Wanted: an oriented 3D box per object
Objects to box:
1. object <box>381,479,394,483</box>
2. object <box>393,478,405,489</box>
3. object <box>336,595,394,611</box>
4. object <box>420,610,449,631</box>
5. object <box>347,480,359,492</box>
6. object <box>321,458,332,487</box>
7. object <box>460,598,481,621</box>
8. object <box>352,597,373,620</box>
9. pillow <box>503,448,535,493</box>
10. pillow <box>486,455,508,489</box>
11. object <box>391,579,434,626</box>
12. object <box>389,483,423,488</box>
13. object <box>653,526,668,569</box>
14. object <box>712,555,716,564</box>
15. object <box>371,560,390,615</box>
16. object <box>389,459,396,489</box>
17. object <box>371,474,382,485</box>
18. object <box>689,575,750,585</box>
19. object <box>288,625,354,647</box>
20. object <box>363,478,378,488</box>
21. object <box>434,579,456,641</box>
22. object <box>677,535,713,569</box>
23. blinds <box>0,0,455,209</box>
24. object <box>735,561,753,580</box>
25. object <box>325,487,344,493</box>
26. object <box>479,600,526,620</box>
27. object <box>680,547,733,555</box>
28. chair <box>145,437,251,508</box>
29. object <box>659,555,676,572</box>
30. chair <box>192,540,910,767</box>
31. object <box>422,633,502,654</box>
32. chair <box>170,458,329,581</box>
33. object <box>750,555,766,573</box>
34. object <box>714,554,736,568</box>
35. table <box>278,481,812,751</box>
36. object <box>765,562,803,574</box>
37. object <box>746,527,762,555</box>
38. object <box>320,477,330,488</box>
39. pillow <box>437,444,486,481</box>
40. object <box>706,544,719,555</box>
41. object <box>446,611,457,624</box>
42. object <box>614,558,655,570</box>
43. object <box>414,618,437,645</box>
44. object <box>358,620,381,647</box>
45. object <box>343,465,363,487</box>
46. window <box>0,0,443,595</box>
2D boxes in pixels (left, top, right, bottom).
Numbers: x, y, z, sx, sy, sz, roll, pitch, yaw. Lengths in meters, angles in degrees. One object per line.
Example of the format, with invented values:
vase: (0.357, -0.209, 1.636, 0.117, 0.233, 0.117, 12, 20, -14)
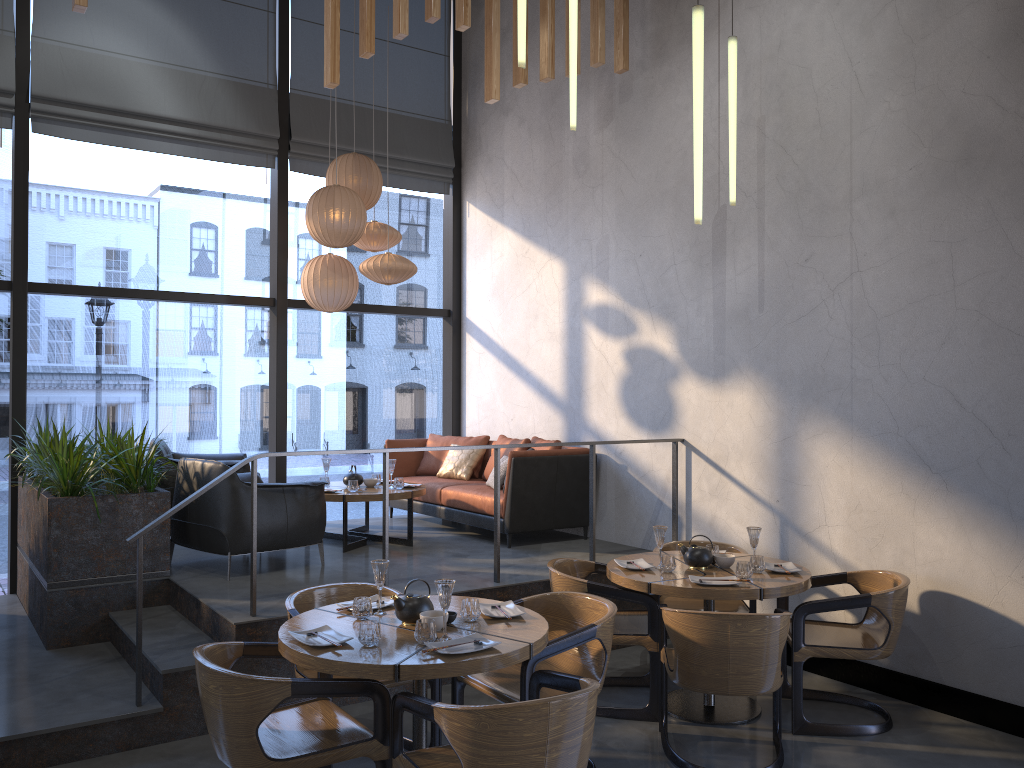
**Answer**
object: (-1.079, 0.817, 7.451, 0.294, 0.025, 0.170, 0, -1, 36)
object: (-0.886, 0.780, 6.951, 0.086, 0.086, 0.086, 1, -1, -30)
object: (-0.656, 0.983, 3.934, 0.170, 0.025, 0.294, -1, -1, 40)
object: (-0.314, 0.958, 3.575, 0.116, 0.065, 0.116, 0, -1, 35)
object: (-1.207, 0.776, 6.734, 0.086, 0.086, 0.086, 1, -1, -30)
object: (-1.491, 0.710, 7.126, 0.082, 0.227, 0.082, 0, -1, 38)
object: (-0.175, 0.950, 3.727, 0.086, 0.086, 0.086, 1, -1, -32)
object: (-0.632, 0.949, 3.746, 0.086, 0.086, 0.086, 0, -1, 38)
pillow: (0.064, 0.694, 7.074, 0.242, 0.345, 0.418, 0, -1, 6)
pillow: (-0.087, 0.729, 7.314, 0.203, 0.263, 0.332, 0, -1, -14)
object: (-0.408, 0.902, 3.691, 0.168, 0.179, 0.163, 0, -1, 4)
object: (-0.838, 0.813, 7.095, 0.294, 0.025, 0.170, 0, -1, 36)
object: (0.814, 0.898, 4.875, 0.082, 0.227, 0.082, 0, -1, 28)
object: (1.131, 0.993, 5.001, 0.080, 0.042, 0.080, 0, -1, 38)
object: (-0.570, 0.879, 3.833, 0.082, 0.227, 0.082, 0, -1, -13)
object: (-0.954, 0.710, 7.003, 0.082, 0.227, 0.082, 0, -1, 9)
object: (-1.117, 0.784, 7.293, 0.086, 0.086, 0.086, 1, -1, -30)
object: (1.049, 0.994, 4.471, 0.294, 0.025, 0.170, 0, -1, 4)
object: (-0.722, 0.975, 3.390, 0.170, 0.025, 0.294, 1, -1, -37)
object: (-1.131, 0.792, 7.087, 0.116, 0.065, 0.116, 0, -1, -4)
object: (-0.260, 0.875, 3.429, 0.082, 0.227, 0.082, 0, -1, 25)
object: (1.028, 0.923, 4.904, 0.168, 0.179, 0.163, 1, -1, -30)
blinds: (-6.323, -3.052, 1.055, 8.760, 2.314, 17.610, 0, -1, 9)
object: (1.199, 0.965, 4.584, 0.086, 0.086, 0.086, 0, -1, 28)
object: (-1.395, 0.806, 6.719, 0.294, 0.025, 0.170, 0, -1, 36)
object: (-0.045, 0.982, 3.825, 0.170, 0.025, 0.294, 0, -1, -15)
object: (1.162, 1.006, 5.267, 0.294, 0.025, 0.170, 0, -1, 26)
chair: (-2.487, 0.800, 7.087, 0.833, 0.743, 1.030, 0, -1, -20)
object: (0.838, 0.967, 4.772, 0.086, 0.086, 0.086, 0, -1, -11)
chair: (-1.593, 1.333, 1.513, 9.749, 0.759, 4.352, 1, -1, -33)
object: (-0.204, 0.975, 3.289, 0.294, 0.025, 0.170, 1, -1, -37)
chair: (-1.817, 0.864, 6.059, 1.030, 0.743, 0.833, -1, -1, 41)
object: (1.316, 0.968, 4.760, 0.086, 0.086, 0.086, 0, -1, 32)
object: (1.176, 0.981, 4.900, 0.116, 0.065, 0.116, 0, -1, -9)
table: (-3.034, 1.237, 2.415, 10.659, 0.968, 6.876, 1, -1, -34)
object: (1.463, 1.000, 4.797, 0.170, 0.025, 0.294, 0, -1, 4)
object: (1.323, 0.898, 4.846, 0.082, 0.227, 0.082, 0, -1, -12)
object: (-1.485, 0.779, 7.020, 0.086, 0.086, 0.086, 0, -1, 3)
pillow: (-0.474, 0.713, 8.132, 0.393, 0.311, 0.289, 0, -1, 36)
object: (1.152, 0.973, 5.105, 0.086, 0.086, 0.086, 1, -1, -40)
object: (-0.267, 0.971, 3.674, 0.080, 0.042, 0.080, 0, -1, 20)
object: (0.680, 0.999, 4.877, 0.170, 0.025, 0.294, 0, -1, -9)
object: (-0.329, 0.944, 3.377, 0.086, 0.086, 0.086, 0, -1, -9)
object: (-0.538, 0.944, 3.350, 0.086, 0.086, 0.086, 0, -1, -9)
object: (-1.276, 0.735, 7.117, 0.168, 0.179, 0.163, 0, -1, 22)
window: (-2.007, -1.253, 0.466, 12.739, 5.897, 12.900, 1, -1, -34)
